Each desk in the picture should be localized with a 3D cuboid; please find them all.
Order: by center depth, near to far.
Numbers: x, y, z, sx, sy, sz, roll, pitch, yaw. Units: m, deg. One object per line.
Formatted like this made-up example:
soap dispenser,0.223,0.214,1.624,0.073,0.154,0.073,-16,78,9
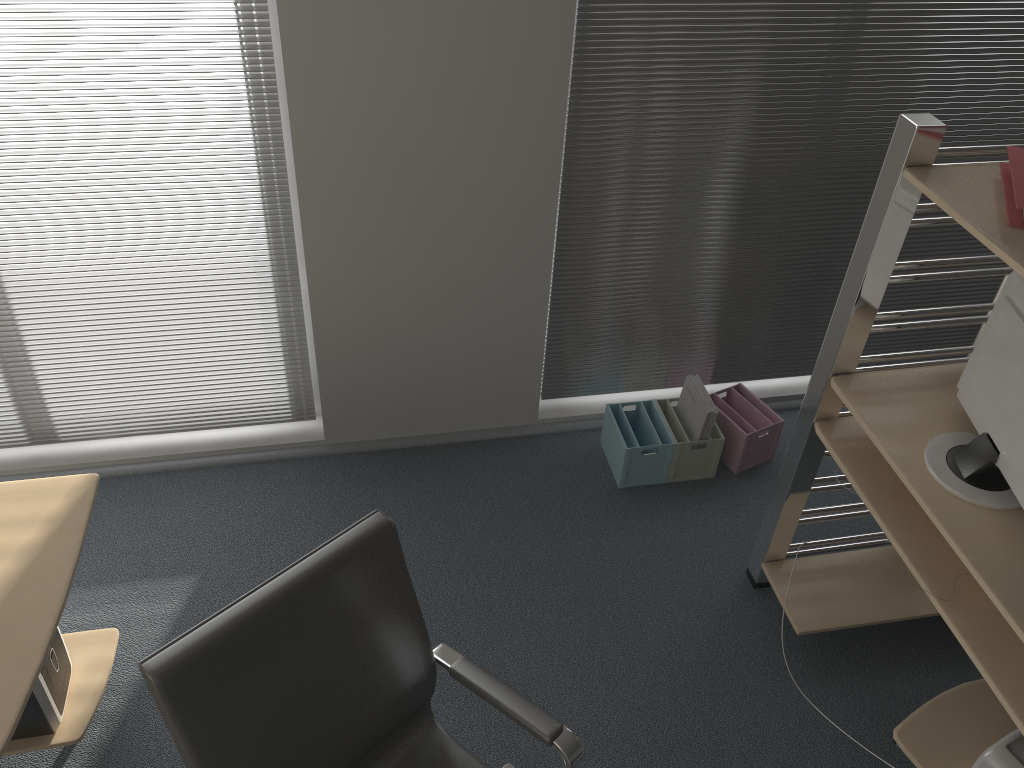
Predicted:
desk,-1.314,0.673,1.450,0.967,1.566,1.469,-5,40,-11
desk,1.421,0.433,1.970,0.967,1.566,1.469,-5,40,-11

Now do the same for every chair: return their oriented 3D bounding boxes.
chair,-0.212,0.888,1.686,0.652,1.048,0.584,33,47,31

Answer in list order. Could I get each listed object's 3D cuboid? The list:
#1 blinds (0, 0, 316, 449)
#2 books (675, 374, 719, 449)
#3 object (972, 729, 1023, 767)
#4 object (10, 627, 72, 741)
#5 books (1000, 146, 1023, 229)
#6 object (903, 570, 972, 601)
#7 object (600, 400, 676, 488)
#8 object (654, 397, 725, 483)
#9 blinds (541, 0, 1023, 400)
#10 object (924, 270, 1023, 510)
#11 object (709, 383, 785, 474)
blinds,-1.605,-0.862,2.218,1.950,2.749,0.037,-5,40,-11
books,0.656,0.150,3.242,0.068,0.306,0.220,-5,40,-10
object,1.320,0.961,1.975,0.351,0.162,0.438,-16,43,-23
object,-1.365,0.673,2.134,0.471,0.422,0.199,-5,40,-11
books,1.159,-0.397,1.812,0.262,0.072,0.320,16,40,14
object,1.292,0.458,2.025,0.814,0.082,0.478,0,39,-5
object,0.456,0.221,3.249,0.185,0.202,0.245,-5,40,-11
object,0.637,0.206,3.283,0.185,0.202,0.245,-5,40,-11
blinds,1.136,-1.103,2.740,1.950,2.770,0.022,-5,40,-11
object,1.095,0.033,1.931,0.245,0.418,0.516,9,39,6
object,0.853,0.169,3.346,0.185,0.202,0.245,-17,44,-24
